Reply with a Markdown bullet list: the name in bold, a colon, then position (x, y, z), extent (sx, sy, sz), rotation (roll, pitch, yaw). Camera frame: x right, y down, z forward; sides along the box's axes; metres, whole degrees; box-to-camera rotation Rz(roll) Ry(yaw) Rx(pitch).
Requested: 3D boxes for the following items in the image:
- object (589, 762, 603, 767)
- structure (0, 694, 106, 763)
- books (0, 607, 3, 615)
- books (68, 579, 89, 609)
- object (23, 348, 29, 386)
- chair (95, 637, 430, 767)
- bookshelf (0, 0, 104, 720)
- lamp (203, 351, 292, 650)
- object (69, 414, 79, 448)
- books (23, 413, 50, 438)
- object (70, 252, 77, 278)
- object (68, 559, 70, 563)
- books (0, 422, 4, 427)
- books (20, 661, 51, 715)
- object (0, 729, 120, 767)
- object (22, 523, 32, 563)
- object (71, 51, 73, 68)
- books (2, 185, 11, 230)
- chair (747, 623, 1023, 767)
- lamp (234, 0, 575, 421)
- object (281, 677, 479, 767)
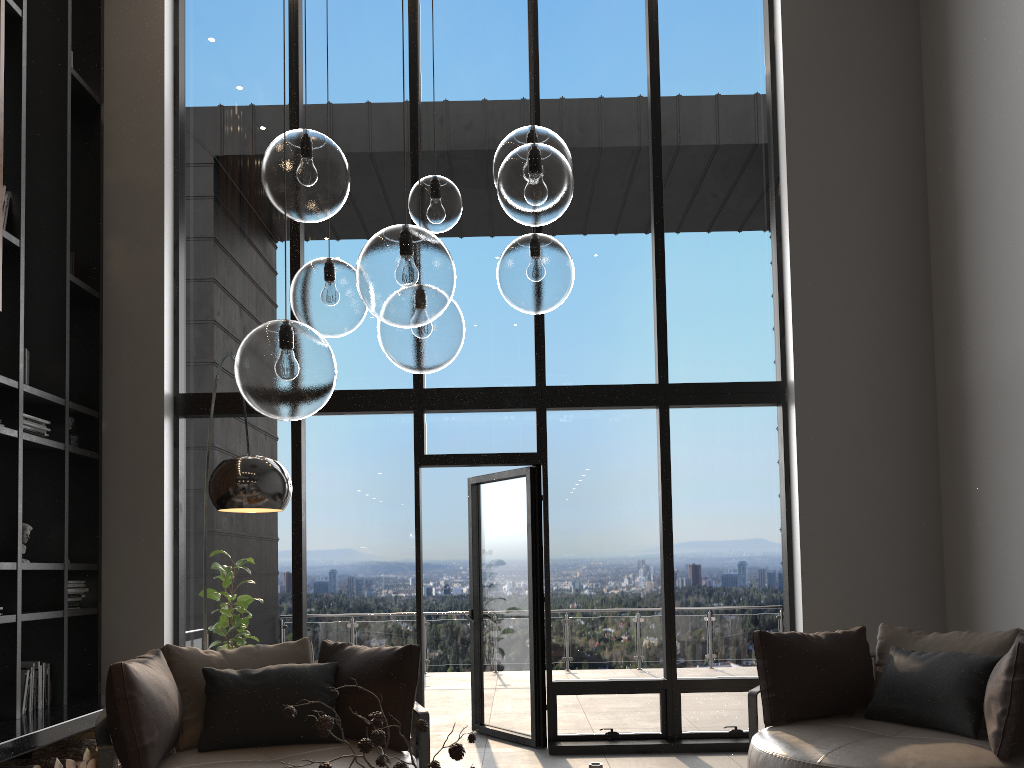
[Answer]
- **object**: position (0.128, 1.144, 2.169), extent (0.317, 0.393, 0.324), rotation (-3, -7, 19)
- **structure**: position (-2.778, 1.612, 2.589), extent (0.667, 0.450, 6.660), rotation (-1, -12, 0)
- **books**: position (-2.914, 1.208, 4.680), extent (0.219, 0.077, 0.329), rotation (-1, -12, 0)
- **books**: position (-2.930, 1.358, 5.644), extent (0.218, 0.187, 0.381), rotation (-1, -10, 0)
- **object**: position (-2.957, -0.076, 5.245), extent (0.104, 0.256, 0.105), rotation (0, -5, -20)
- **chair**: position (-1.131, 1.674, 4.060), extent (1.488, 0.887, 1.464), rotation (-6, -11, 26)
- **bookshelf**: position (-2.973, -0.696, 5.263), extent (0.338, 5.250, 1.474), rotation (-1, -4, 0)
- **lamp**: position (-1.369, 1.004, 4.251), extent (0.320, 2.303, 2.064), rotation (0, -7, -23)
- **object**: position (-2.902, 0.316, 5.723), extent (0.059, 0.230, 0.191), rotation (-1, -7, 3)
- **books**: position (-2.945, 0.265, 5.235), extent (0.219, 0.126, 0.329), rotation (-1, -11, 0)
- **object**: position (-2.964, -0.756, 5.842), extent (0.102, 0.227, 0.103), rotation (0, -5, -15)
- **object**: position (-2.971, 1.030, 5.671), extent (0.131, 0.277, 0.256), rotation (0, -7, -8)
- **books**: position (-2.957, 0.189, 4.747), extent (0.327, 0.071, 0.178), rotation (-1, -11, 0)
- **books**: position (-2.916, 1.802, 5.215), extent (0.174, 0.283, 0.339), rotation (-1, -8, 0)
- **object**: position (-2.596, 1.925, 3.774), extent (0.435, 0.383, 4.117), rotation (-1, -12, 1)
- **object**: position (-2.935, 0.944, 5.188), extent (0.137, 0.241, 0.139), rotation (-6, -7, 41)
- **object**: position (-3.009, -2.122, 5.842), extent (0.083, 0.257, 0.136), rotation (-2, -5, 10)
- **books**: position (-2.958, -1.002, 4.827), extent (0.185, 0.295, 0.374), rotation (-1, -9, 0)
- **chair**: position (1.901, 1.670, 4.316), extent (1.447, 0.887, 1.506), rotation (-4, -10, 17)
- **lamp**: position (-0.285, -2.322, 2.502), extent (1.231, 4.936, 1.244), rotation (-1, -3, -3)
- **object**: position (-0.378, 1.087, 2.326), extent (0.543, 0.595, 0.321), rotation (3, -6, -29)
